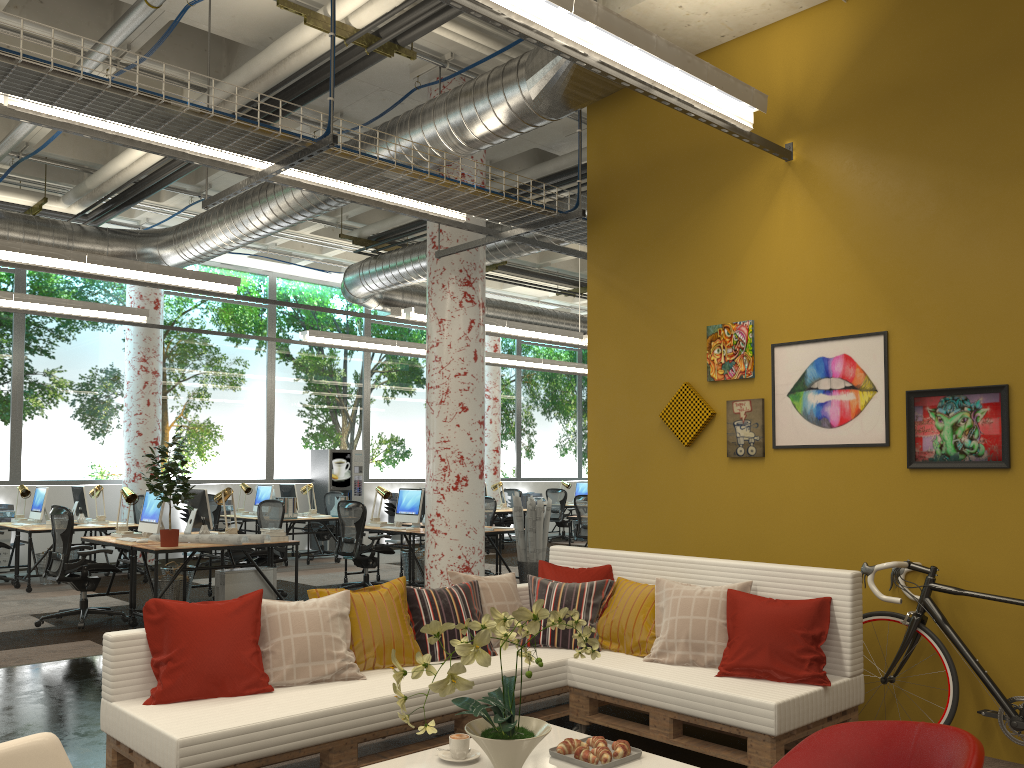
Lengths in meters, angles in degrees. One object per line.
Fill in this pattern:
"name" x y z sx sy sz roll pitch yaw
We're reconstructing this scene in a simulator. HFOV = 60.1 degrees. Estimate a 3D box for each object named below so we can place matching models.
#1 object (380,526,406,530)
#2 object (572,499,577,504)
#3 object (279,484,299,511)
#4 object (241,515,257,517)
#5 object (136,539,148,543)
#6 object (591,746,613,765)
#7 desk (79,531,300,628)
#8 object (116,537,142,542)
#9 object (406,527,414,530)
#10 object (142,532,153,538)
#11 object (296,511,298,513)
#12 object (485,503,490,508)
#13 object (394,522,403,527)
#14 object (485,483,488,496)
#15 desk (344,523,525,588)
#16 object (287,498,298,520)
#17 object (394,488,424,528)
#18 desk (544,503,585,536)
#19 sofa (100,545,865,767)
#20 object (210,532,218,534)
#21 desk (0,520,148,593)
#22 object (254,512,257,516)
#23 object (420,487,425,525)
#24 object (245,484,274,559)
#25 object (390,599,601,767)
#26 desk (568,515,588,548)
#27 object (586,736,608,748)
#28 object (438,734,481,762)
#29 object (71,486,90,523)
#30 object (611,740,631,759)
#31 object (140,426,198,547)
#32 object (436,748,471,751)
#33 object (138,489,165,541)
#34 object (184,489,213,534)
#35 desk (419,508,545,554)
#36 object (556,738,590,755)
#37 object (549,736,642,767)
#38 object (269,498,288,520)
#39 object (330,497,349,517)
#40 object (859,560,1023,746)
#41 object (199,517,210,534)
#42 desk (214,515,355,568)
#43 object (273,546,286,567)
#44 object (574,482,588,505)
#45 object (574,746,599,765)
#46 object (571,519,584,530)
"object" -1.417 1.735 10.672 0.119 0.017 0.440 5 -8 -43
"object" 1.329 2.444 18.730 0.101 0.208 0.102 0 -3 2
"object" -3.564 1.834 14.067 0.190 0.484 0.484 3 -5 -43
"object" -3.952 1.998 13.372 0.119 0.017 0.440 5 -8 -43
"object" -3.442 1.461 8.244 0.106 0.029 0.059 5 -7 -42
"object" 0.342 1.385 3.309 0.064 0.055 0.121 2 -5 -21
"desk" -3.192 1.884 8.689 1.403 0.722 1.944 5 -7 -43
"object" -3.661 1.492 8.488 0.119 0.017 0.440 5 -8 -43
"object" -1.198 1.704 10.428 0.106 0.029 0.059 5 -7 -42
"object" -3.392 1.775 8.647 0.849 0.930 0.105 -4 -4 42
"object" -3.377 1.943 13.773 0.101 0.208 0.102 0 -3 2
"object" -0.464 2.219 16.491 0.101 0.208 0.102 0 -3 2
"object" -1.423 1.682 11.097 0.101 0.208 0.102 0 -3 2
"object" -0.651 2.109 16.785 0.190 0.484 0.484 3 -5 -43
"desk" -0.948 2.127 10.873 1.403 0.722 1.944 5 -7 -43
"object" -3.240 1.802 12.817 0.150 0.301 0.281 3 -5 -43
"object" -1.236 1.516 10.816 0.190 0.484 0.484 3 -5 -43
"desk" 1.804 2.889 18.506 1.403 0.722 1.944 5 -7 -43
"sofa" -0.029 1.335 4.013 2.860 0.928 2.021 5 -7 -43
"object" -3.093 1.574 9.305 0.119 0.017 0.440 5 -8 -43
"desk" -5.766 2.174 11.443 1.403 0.722 1.944 5 -7 -43
"object" -3.958 1.945 13.797 0.101 0.208 0.102 0 -3 2
"object" -1.029 1.571 11.367 0.190 0.484 0.484 3 -5 -43
"object" -3.973 2.161 13.717 0.191 1.206 1.079 3 -5 -43
"object" -0.033 1.089 3.145 0.789 0.614 0.418 3 -4 -31
"desk" 2.028 2.394 13.515 1.403 0.722 1.944 5 -7 -43
"object" 0.338 1.398 3.443 0.064 0.055 0.121 2 -5 -21
"object" -0.198 1.371 3.342 0.160 0.090 0.161 2 -5 -18
"object" -5.847 1.618 11.937 0.190 0.484 0.484 3 -5 -43
"object" 0.418 1.391 3.379 0.072 0.062 0.137 0 -5 4
"object" -3.053 0.902 7.859 0.514 1.075 0.439 -2 -4 38
"object" -0.224 1.403 3.396 0.132 0.011 0.028 0 -5 2
"object" -3.480 1.273 8.631 0.190 0.484 0.484 3 -5 -43
"object" -3.273 1.328 9.183 0.190 0.484 0.484 3 -5 -43
"desk" -0.570 2.665 16.291 1.403 0.722 1.944 5 -7 -43
"object" 0.225 1.391 3.398 0.135 0.061 0.072 2 -5 -23
"object" 0.318 1.408 3.374 0.267 0.026 0.267 5 -8 -43
"object" -3.348 1.792 12.716 0.150 0.301 0.281 3 -5 -43
"object" -2.609 1.862 13.406 0.150 0.301 0.281 3 -5 -43
"object" 2.285 1.311 4.173 0.402 1.037 1.739 2 -5 -37
"object" -3.086 1.438 8.889 0.101 0.208 0.102 0 -3 2
"desk" -3.483 2.390 13.573 1.403 0.722 1.944 5 -7 -43
"object" -3.519 2.506 13.269 0.359 0.434 0.354 -4 -5 43
"object" 1.516 2.278 18.448 0.190 0.484 0.484 3 -5 -43
"object" 0.268 1.383 3.302 0.070 0.059 0.131 2 -5 -21
"object" 1.468 3.101 19.177 0.359 0.434 0.354 -4 -5 43
